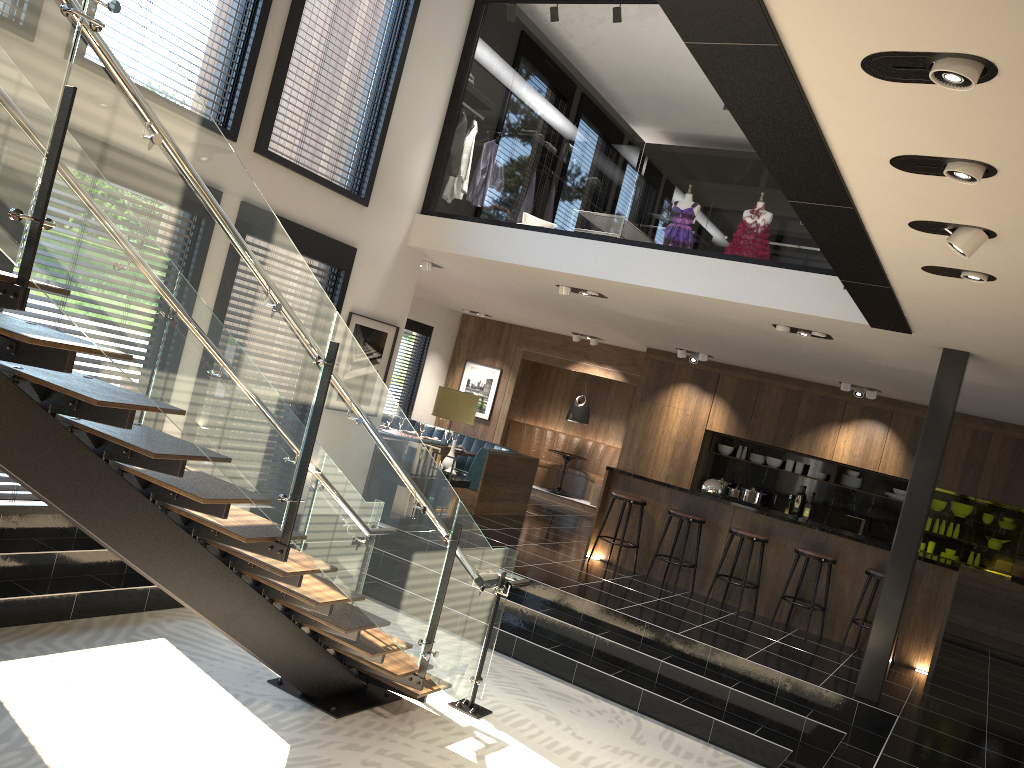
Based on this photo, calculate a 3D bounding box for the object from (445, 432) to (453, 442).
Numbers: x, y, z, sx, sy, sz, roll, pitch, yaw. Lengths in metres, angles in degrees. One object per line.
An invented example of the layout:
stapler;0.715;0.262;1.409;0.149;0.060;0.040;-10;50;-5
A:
object;-0.834;0.725;11.457;0.098;0.192;0.098;14;0;27

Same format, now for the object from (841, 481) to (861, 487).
object;4.601;1.366;12.054;0.269;0.024;0.268;15;-1;-22

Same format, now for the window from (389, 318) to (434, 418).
window;-2.092;0.019;14.436;0.312;2.373;1.507;15;0;29

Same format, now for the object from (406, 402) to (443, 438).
object;-1.008;0.546;8.973;0.608;0.744;0.406;14;0;-11

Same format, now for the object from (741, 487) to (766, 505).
object;3.322;1.540;12.269;0.301;0.218;0.278;15;0;-28

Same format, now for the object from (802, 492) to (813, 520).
object;4.109;1.690;12.302;0.077;0.395;0.077;14;0;-19

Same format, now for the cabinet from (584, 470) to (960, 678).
cabinet;2.584;1.852;9.221;3.558;0.994;0.699;14;0;29

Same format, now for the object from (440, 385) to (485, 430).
object;-0.954;0.786;14.819;0.818;1.382;0.954;14;0;-13

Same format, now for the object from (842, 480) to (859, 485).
object;4.605;1.350;12.053;0.269;0.024;0.268;15;-1;-22

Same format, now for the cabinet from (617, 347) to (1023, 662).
cabinet;4.758;1.555;11.674;6.882;2.690;0.870;14;0;29

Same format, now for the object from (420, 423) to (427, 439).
object;-1.208;0.633;11.916;0.098;0.192;0.098;14;0;27

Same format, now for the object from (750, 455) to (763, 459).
object;3.492;1.056;12.610;0.220;0.033;0.220;14;-1;26

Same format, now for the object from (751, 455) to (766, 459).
object;3.495;1.046;12.610;0.220;0.033;0.220;14;-1;26

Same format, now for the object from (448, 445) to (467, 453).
object;-0.708;0.830;11.390;0.269;0.051;0.325;14;-1;33

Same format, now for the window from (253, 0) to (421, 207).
window;-1.465;-2.913;7.451;0.357;2.475;1.395;15;0;29

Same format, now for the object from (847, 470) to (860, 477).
object;4.634;1.228;12.054;0.168;0.087;0.167;15;0;-41

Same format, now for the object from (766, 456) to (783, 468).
object;3.691;1.115;12.503;0.234;0.138;0.233;15;0;-41

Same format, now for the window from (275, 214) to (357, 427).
window;-2.175;-0.147;7.463;0.357;2.475;1.395;15;0;29

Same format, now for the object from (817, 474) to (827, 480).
object;4.250;1.282;12.176;0.122;0.072;0.122;15;0;-35

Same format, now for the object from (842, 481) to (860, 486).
object;4.603;1.359;12.054;0.269;0.024;0.268;15;-1;-22

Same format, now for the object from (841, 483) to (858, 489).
object;4.594;1.393;12.054;0.269;0.024;0.268;15;-1;-22

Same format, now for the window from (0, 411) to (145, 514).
window;-2.957;-0.361;6.028;0.357;2.475;1.500;15;0;29

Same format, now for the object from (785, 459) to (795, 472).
object;3.874;1.142;12.374;0.109;0.161;0.109;14;0;12

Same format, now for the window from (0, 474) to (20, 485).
window;-3.013;-0.375;6.070;0.005;2.297;1.315;15;0;29

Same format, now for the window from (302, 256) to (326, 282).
window;-2.232;-0.161;7.505;0.005;2.297;1.222;15;0;29

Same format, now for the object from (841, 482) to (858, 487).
object;4.599;1.377;12.054;0.269;0.024;0.268;15;-1;-22

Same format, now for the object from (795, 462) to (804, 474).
object;3.987;1.170;12.308;0.109;0.161;0.110;14;0;42

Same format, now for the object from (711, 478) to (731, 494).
object;2.989;1.449;12.700;0.255;0.218;0.236;14;0;-13

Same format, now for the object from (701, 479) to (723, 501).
object;2.116;1.117;9.365;0.227;0.228;0.227;14;0;-10

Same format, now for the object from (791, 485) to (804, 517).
object;3.979;1.628;12.373;0.133;0.451;0.116;15;0;29

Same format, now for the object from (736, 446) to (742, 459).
object;3.270;0.976;12.752;0.060;0.185;0.060;14;0;-29

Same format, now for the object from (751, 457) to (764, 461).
object;3.487;1.079;12.610;0.220;0.033;0.220;14;-1;26

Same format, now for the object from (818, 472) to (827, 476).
object;4.256;1.259;12.176;0.122;0.072;0.122;15;0;-35

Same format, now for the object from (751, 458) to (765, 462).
object;3.484;1.089;12.610;0.220;0.033;0.220;14;-1;26

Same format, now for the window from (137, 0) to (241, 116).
window;-2.274;-3.133;6.110;0.005;2.297;1.222;15;0;29

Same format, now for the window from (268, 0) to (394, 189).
window;-1.521;-2.927;7.493;0.005;2.297;1.222;15;0;29

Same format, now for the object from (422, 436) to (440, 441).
object;-1.108;0.733;12.001;0.324;0.051;0.270;14;-1;33

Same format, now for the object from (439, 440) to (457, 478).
object;-0.713;0.808;9.756;0.319;0.398;0.316;14;0;5

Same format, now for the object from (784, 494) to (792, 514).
object;3.872;1.686;12.418;0.057;0.287;0.058;15;0;42

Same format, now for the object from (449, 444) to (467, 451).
object;-0.764;0.819;11.812;0.324;0.051;0.270;14;-1;33

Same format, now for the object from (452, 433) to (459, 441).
object;-0.759;0.746;11.650;0.098;0.192;0.098;14;0;27

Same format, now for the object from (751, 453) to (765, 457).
object;3.501;1.022;12.610;0.220;0.033;0.220;14;-1;26

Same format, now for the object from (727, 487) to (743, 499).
object;3.152;1.528;12.496;0.210;0.143;0.195;14;0;-13

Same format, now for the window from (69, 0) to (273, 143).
window;-2.218;-3.119;6.069;0.357;2.475;1.395;15;0;29

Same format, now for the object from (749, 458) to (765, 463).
object;3.481;1.100;12.610;0.220;0.033;0.220;14;-1;26

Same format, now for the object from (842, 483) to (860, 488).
object;4.596;1.386;12.054;0.269;0.024;0.268;15;-1;-22

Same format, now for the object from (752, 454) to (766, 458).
object;3.498;1.034;12.610;0.220;0.033;0.220;14;-1;26

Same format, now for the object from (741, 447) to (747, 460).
object;3.334;0.992;12.715;0.060;0.185;0.060;14;0;-2

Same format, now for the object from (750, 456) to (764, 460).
object;3.490;1.066;12.610;0.220;0.033;0.220;14;-1;26

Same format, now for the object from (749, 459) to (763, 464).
object;3.478;1.113;12.610;0.220;0.033;0.220;14;-1;26

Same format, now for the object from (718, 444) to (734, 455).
object;3.089;0.961;12.853;0.233;0.138;0.234;14;0;32
